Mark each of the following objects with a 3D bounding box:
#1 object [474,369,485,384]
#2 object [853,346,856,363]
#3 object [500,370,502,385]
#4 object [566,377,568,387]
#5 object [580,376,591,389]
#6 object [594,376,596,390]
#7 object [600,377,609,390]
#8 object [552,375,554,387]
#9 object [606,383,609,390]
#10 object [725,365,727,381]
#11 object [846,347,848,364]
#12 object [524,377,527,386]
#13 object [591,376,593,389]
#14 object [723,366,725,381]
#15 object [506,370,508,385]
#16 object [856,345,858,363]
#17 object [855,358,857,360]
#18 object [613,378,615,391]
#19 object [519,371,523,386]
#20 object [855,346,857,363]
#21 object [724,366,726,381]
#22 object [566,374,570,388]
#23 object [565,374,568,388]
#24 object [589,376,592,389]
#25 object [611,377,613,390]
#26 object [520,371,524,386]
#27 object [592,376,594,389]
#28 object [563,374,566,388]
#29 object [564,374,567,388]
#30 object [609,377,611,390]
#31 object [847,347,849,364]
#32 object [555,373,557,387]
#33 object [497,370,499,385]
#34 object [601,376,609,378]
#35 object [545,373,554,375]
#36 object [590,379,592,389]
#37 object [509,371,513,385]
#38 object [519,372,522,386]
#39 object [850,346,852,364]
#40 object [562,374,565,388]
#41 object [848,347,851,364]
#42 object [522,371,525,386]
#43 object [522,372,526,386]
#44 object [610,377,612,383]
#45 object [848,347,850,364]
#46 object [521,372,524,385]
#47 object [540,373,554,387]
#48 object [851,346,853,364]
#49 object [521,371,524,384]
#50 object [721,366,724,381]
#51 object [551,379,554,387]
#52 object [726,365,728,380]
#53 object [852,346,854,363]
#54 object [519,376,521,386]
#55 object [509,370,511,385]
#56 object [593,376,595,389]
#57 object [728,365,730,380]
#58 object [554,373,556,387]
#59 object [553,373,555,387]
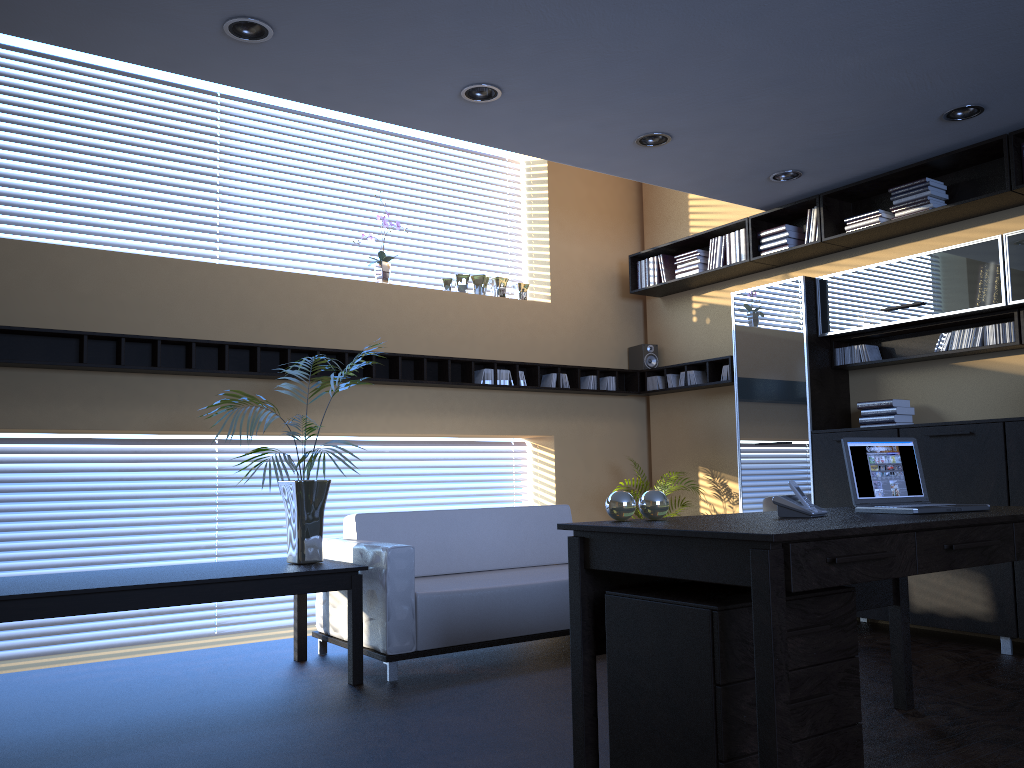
[{"bbox_3d":[-0.266,-0.052,6.987,0.040,0.118,0.142,2,-6,-35],"label":"object"},{"bbox_3d":[2.411,-0.200,6.134,0.142,0.120,0.009,3,-6,-34],"label":"object"},{"bbox_3d":[-0.122,-0.046,7.083,0.009,0.120,0.142,2,-6,-35],"label":"object"},{"bbox_3d":[0.418,-0.018,7.452,0.026,0.117,0.140,2,-6,-35],"label":"object"},{"bbox_3d":[0.618,-0.006,7.598,0.040,0.118,0.142,2,-6,-35],"label":"object"},{"bbox_3d":[0.674,-0.004,7.634,0.009,0.120,0.142,2,-6,-34],"label":"object"},{"bbox_3d":[0.779,0.002,7.703,0.040,0.118,0.142,2,-6,-35],"label":"object"},{"bbox_3d":[0.300,-0.023,7.380,0.026,0.117,0.140,2,-6,-34],"label":"object"},{"bbox_3d":[0.797,0.002,7.721,0.009,0.120,0.142,2,-6,-35],"label":"object"},{"bbox_3d":[1.757,-0.085,7.086,0.142,0.119,0.030,3,-6,-35],"label":"object"},{"bbox_3d":[2.377,-0.194,6.183,0.140,0.118,0.006,3,-6,-34],"label":"object"},{"bbox_3d":[0.062,-0.035,7.213,0.036,0.115,0.140,2,-6,-34],"label":"object"},{"bbox_3d":[0.641,-0.006,7.608,0.026,0.117,0.140,2,-6,-35],"label":"object"},{"bbox_3d":[1.745,-0.083,7.103,0.142,0.119,0.030,3,-6,-35],"label":"object"},{"bbox_3d":[-0.081,-0.044,7.112,0.009,0.120,0.142,2,-6,-35],"label":"object"},{"bbox_3d":[2.422,-0.202,6.117,0.142,0.120,0.009,3,-6,-35],"label":"object"},{"bbox_3d":[2.418,-0.201,6.126,0.142,0.120,0.009,3,-6,-35],"label":"object"},{"bbox_3d":[0.843,0.004,7.743,0.009,0.120,0.142,2,-6,-35],"label":"object"},{"bbox_3d":[0.033,-0.038,7.191,0.030,0.119,0.142,2,-6,-35],"label":"object"},{"bbox_3d":[2.416,-0.201,6.124,0.140,0.118,0.006,3,-6,-35],"label":"object"},{"bbox_3d":[1.751,-0.084,7.094,0.142,0.119,0.030,3,-6,-35],"label":"object"},{"bbox_3d":[0.427,-0.016,7.465,0.040,0.118,0.142,2,-6,-35],"label":"object"},{"bbox_3d":[0.415,-0.018,7.456,0.030,0.119,0.142,2,-6,-35],"label":"object"},{"bbox_3d":[0.629,-0.006,7.608,0.030,0.119,0.142,2,-6,-35],"label":"object"},{"bbox_3d":[0.826,0.003,7.732,0.009,0.120,0.142,2,-6,-35],"label":"object"},{"bbox_3d":[0.040,-0.037,7.200,0.030,0.119,0.142,2,-6,-35],"label":"object"},{"bbox_3d":[0.649,-0.005,7.616,0.030,0.119,0.142,2,-6,-35],"label":"object"},{"bbox_3d":[0.400,-0.019,7.441,0.030,0.119,0.142,2,-6,-35],"label":"object"},{"bbox_3d":[0.407,-0.018,7.449,0.030,0.119,0.142,2,-6,-35],"label":"object"},{"bbox_3d":[0.808,0.002,7.722,0.009,0.120,0.142,2,-6,-35],"label":"object"},{"bbox_3d":[2.382,-0.195,6.174,0.140,0.118,0.006,3,-6,-34],"label":"object"},{"bbox_3d":[0.323,-0.022,7.400,0.030,0.119,0.142,2,-6,-35],"label":"object"},{"bbox_3d":[-0.150,-0.047,7.068,0.009,0.120,0.142,2,-6,-35],"label":"object"},{"bbox_3d":[0.798,0.002,7.720,0.009,0.124,0.142,2,-6,-34],"label":"object"},{"bbox_3d":[0.289,-0.023,7.371,0.041,0.122,0.142,2,-6,-35],"label":"object"},{"bbox_3d":[0.639,-0.006,7.611,0.030,0.119,0.142,2,-6,-35],"label":"object"},{"bbox_3d":[-0.046,-0.040,7.140,0.040,0.118,0.142,2,-6,-34],"label":"object"},{"bbox_3d":[0.027,-0.039,7.183,0.026,0.117,0.140,2,-6,-34],"label":"object"},{"bbox_3d":[2.398,-0.197,6.161,0.142,0.120,0.009,3,-6,-34],"label":"object"},{"bbox_3d":[0.390,-0.019,7.438,0.030,0.119,0.142,2,-6,-35],"label":"object"},{"bbox_3d":[2.389,-0.196,6.167,0.142,0.120,0.009,3,-6,-34],"label":"object"},{"bbox_3d":[0.059,-0.034,7.216,0.041,0.122,0.142,2,-6,-35],"label":"object"},{"bbox_3d":[0.061,-0.035,7.213,0.040,0.118,0.142,2,-6,-35],"label":"object"},{"bbox_3d":[0.818,0.002,7.727,0.009,0.120,0.142,2,-6,-35],"label":"object"},{"bbox_3d":[2.387,-0.196,6.165,0.140,0.118,0.006,3,-6,-35],"label":"object"},{"bbox_3d":[0.047,-0.036,7.208,0.030,0.119,0.142,2,-6,-35],"label":"object"},{"bbox_3d":[0.289,-0.023,7.369,0.040,0.118,0.142,2,-6,-35],"label":"object"},{"bbox_3d":[2.402,-0.198,6.152,0.142,0.120,0.009,3,-6,-35],"label":"object"},{"bbox_3d":[0.048,-0.037,7.206,0.026,0.117,0.140,2,-6,-35],"label":"object"},{"bbox_3d":[1.737,-0.080,7.115,0.142,0.118,0.040,3,-6,-35],"label":"object"},{"bbox_3d":[0.299,-0.023,7.381,0.030,0.119,0.142,2,-6,-35],"label":"object"},{"bbox_3d":[1.763,-0.086,7.077,0.142,0.119,0.030,3,-6,-35],"label":"object"},{"bbox_3d":[2.406,-0.199,6.142,0.142,0.120,0.009,3,-6,-35],"label":"object"},{"bbox_3d":[0.025,-0.038,7.185,0.030,0.119,0.142,2,-6,-35],"label":"object"},{"bbox_3d":[-0.048,-0.040,7.142,0.041,0.122,0.142,2,-6,-35],"label":"object"},{"bbox_3d":[0.659,-0.005,7.619,0.030,0.119,0.142,2,-6,-35],"label":"object"},{"bbox_3d":[1.775,-0.088,7.060,0.142,0.120,0.009,3,-6,-35],"label":"object"},{"bbox_3d":[0.315,-0.022,7.393,0.026,0.117,0.140,2,-6,-35],"label":"object"},{"bbox_3d":[0.308,-0.023,7.386,0.030,0.119,0.142,2,-6,-34],"label":"object"}]
